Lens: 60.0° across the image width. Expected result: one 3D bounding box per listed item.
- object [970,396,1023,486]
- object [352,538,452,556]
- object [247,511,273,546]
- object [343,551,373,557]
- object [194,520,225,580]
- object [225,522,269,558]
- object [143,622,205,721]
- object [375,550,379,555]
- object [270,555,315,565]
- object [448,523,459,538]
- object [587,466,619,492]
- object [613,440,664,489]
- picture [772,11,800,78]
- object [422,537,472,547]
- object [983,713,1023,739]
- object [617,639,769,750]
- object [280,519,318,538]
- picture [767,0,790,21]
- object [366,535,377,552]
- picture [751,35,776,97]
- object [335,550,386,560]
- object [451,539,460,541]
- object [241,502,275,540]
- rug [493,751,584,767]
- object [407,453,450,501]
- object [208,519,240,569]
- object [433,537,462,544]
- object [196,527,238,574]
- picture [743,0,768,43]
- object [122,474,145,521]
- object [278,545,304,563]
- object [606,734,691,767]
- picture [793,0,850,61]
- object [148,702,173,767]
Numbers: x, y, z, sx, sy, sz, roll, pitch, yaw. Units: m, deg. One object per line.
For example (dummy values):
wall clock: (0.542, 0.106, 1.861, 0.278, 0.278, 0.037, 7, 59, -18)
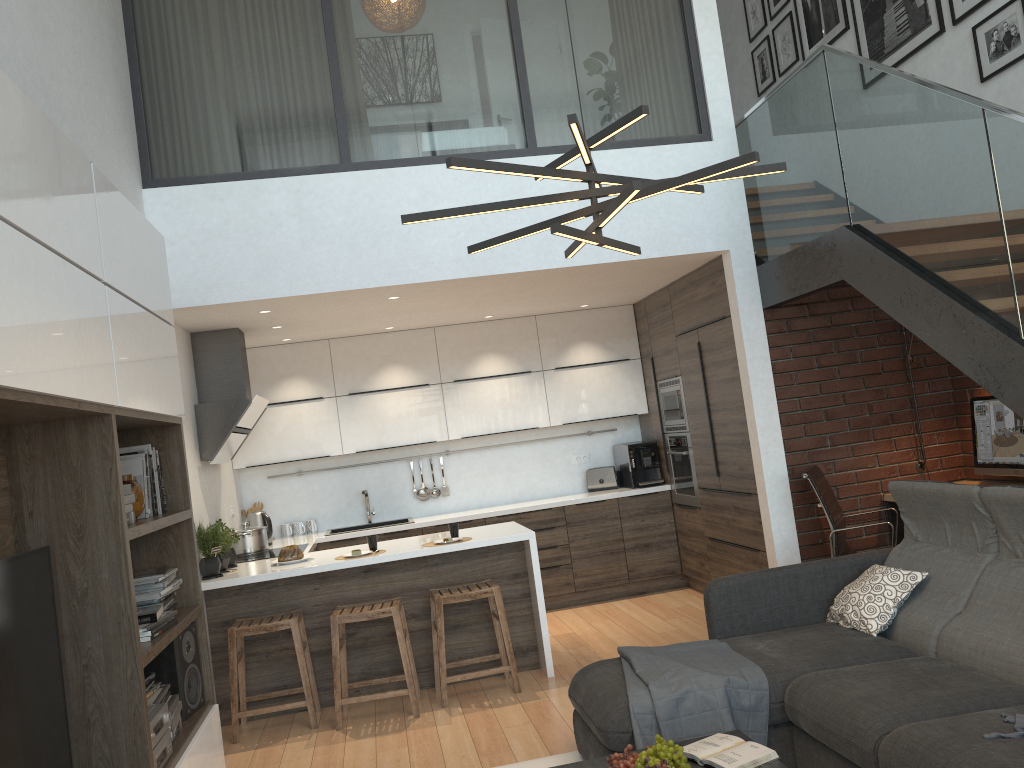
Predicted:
object: (2.749, 0.334, 4.970, 0.431, 0.535, 0.716, -7, -3, -9)
object: (-0.649, 0.957, 5.248, 0.597, 0.039, 0.064, -7, -3, -13)
object: (-1.917, 1.096, 6.715, 0.179, 0.270, 0.220, -6, -3, -22)
object: (-0.909, 1.006, 5.232, 0.176, 0.014, 0.176, -7, -3, -19)
object: (-1.750, 0.939, 5.138, 0.186, 0.367, 0.196, -7, -3, -10)
object: (-1.847, 1.074, 6.169, 0.288, 0.223, 0.315, -10, -4, 32)
object: (-1.379, 1.141, 3.499, 0.244, 0.331, 0.214, -8, -3, 1)
object: (-0.799, 0.993, 5.234, 0.025, 0.011, 0.126, -7, -3, -6)
object: (-1.329, 1.069, 5.376, 0.261, 0.021, 0.261, -7, -3, -15)
object: (-0.352, 0.899, 5.403, 0.066, 0.093, 0.066, -5, -4, -36)
object: (0.777, 0.817, 7.651, 0.260, 0.195, 0.177, -8, -3, 11)
object: (1.080, 0.680, 7.557, 0.274, 0.378, 0.532, -7, -3, -10)
picture: (2.229, -2.762, 7.223, 0.025, 0.410, 0.333, -7, -3, -9)
object: (-0.389, 0.949, 5.325, 0.304, 0.002, 0.304, -9, -3, 23)
object: (1.722, 0.937, 2.288, 0.411, 0.118, 0.905, -6, -4, -33)
object: (0.708, 1.267, 3.531, 0.548, 0.369, 0.685, -8, -3, -2)
object: (-1.751, 1.187, 7.288, 0.297, 0.105, 0.112, -7, -3, -8)
picture: (2.164, -3.242, 7.249, 0.025, 0.410, 0.333, -7, -3, -9)
object: (-0.840, 0.964, 5.352, 0.066, 0.093, 0.066, -9, -3, 26)
picture: (2.165, -2.730, 7.628, 0.025, 0.410, 0.333, -7, -3, -9)
object: (-0.901, 1.015, 5.271, 0.305, 0.002, 0.305, -5, -4, -40)
object: (-0.360, 0.928, 5.235, 0.126, 0.012, 0.025, -8, -3, 9)
object: (-2.055, 1.113, 7.123, 0.221, 0.316, 0.330, -7, -3, -9)
rug: (0.402, 1.552, 2.723, 1.606, 0.013, 2.496, -7, -3, -10)
object: (-0.709, 0.789, 7.514, 0.320, 0.389, 0.069, -7, -3, -8)
object: (-1.802, 0.996, 5.545, 0.179, 0.311, 0.172, -8, -3, 1)
object: (-0.380, 0.937, 5.284, 0.176, 0.014, 0.176, -7, -3, -5)
object: (-1.776, 0.996, 5.350, 0.221, 0.283, 0.211, -8, -3, 4)
picture: (2.099, -3.213, 7.654, 0.025, 0.410, 0.333, -7, -3, -9)
object: (-1.413, 0.419, 3.245, 0.130, 0.171, 0.130, -10, -4, 30)
object: (-1.346, 1.032, 5.388, 0.155, 0.101, 0.161, -7, -3, -14)
object: (0.393, 1.123, 2.619, 0.256, 0.173, 0.279, -7, -3, -12)
picture: (2.287, -3.000, 6.674, 0.025, 0.990, 0.654, -7, -3, -9)
object: (-1.255, 1.169, 2.844, 0.270, 0.174, 0.285, -7, -3, -9)
